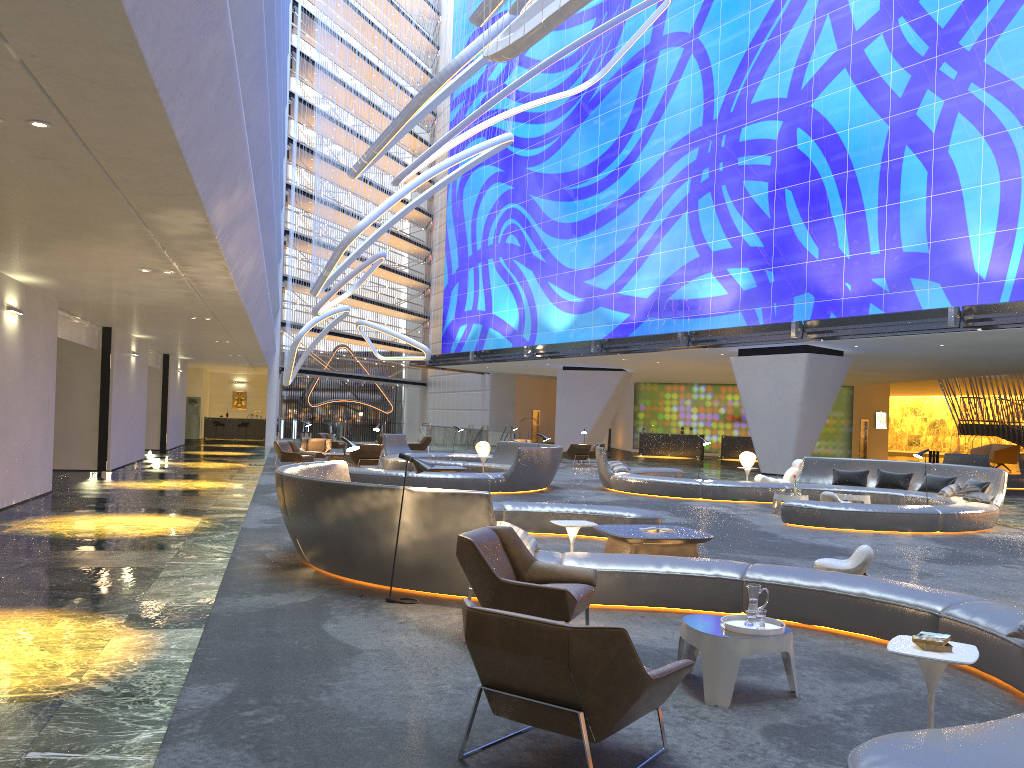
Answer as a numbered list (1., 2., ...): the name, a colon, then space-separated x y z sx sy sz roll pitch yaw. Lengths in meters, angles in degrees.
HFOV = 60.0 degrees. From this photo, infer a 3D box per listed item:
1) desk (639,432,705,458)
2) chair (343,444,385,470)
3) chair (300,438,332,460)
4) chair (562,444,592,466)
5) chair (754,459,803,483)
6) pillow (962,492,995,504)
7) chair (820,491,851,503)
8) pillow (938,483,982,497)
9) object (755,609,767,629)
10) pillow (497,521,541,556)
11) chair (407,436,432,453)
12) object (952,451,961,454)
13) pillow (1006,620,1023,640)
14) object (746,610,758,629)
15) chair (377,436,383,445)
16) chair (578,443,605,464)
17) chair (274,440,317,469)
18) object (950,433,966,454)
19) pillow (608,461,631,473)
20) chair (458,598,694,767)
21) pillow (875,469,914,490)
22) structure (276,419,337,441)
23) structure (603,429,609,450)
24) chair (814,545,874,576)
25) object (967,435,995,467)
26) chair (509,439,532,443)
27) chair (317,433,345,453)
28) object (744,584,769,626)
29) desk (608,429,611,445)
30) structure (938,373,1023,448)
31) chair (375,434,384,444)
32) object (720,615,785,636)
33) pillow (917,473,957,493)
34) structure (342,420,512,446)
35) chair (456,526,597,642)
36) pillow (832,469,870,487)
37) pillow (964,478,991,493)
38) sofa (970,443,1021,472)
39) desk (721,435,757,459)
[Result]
1. desk: 7.669 2.927 42.624 2.976 1.097 0.814 1 -1 24
2. chair: -3.959 1.995 23.816 0.930 0.766 0.938 3 -2 -31
3. chair: -5.885 2.028 26.558 0.929 0.766 0.939 2 -1 -8
4. chair: 2.268 2.483 31.209 0.930 0.766 0.938 3 -2 -31
5. chair: 6.254 2.173 20.519 1.157 0.882 0.729 2 -1 5
6. pillow: 8.176 2.003 15.528 0.444 0.207 0.443 1 -2 37
7. chair: 6.161 2.207 16.323 0.585 0.501 1.786 1 -2 40
8. pillow: 8.396 1.986 16.582 0.877 0.262 0.693 0 -3 41
9. object: 1.500 1.424 5.353 0.071 0.118 0.071 1 -1 43
10. pillow: -0.072 1.375 7.980 0.877 0.262 0.693 0 -2 38
11. chair: -3.627 2.394 34.422 0.939 0.766 0.929 2 -1 -12
12. object: 14.802 2.435 29.527 0.318 0.387 0.367 2 -1 -7
13. pillow: 3.398 1.417 5.172 0.873 0.280 0.685 1 -2 23
14. object: 1.433 1.420 5.309 0.071 0.118 0.071 2 -1 -32
15. chair: -4.440 2.300 32.634 0.929 0.766 0.939 1 -2 37
16. chair: 2.919 2.564 32.799 0.939 0.766 0.930 2 -1 -6
17. chair: -5.912 1.934 24.022 0.938 0.766 0.930 2 -1 19
18. object: 21.568 3.132 42.829 0.476 1.664 1.206 2 -1 41
19. pillow: 2.453 1.931 20.750 0.692 0.262 0.877 2 -2 -6
20. chair: 0.274 1.428 4.281 0.929 0.766 0.939 1 -2 35
21. pillow: 7.870 1.979 18.298 0.759 0.417 0.282 0 -2 44
22. structure: -13.049 6.230 54.837 3.017 8.237 19.833 2 -2 -14
23. structure: 5.001 2.556 47.974 1.023 2.051 0.772 2 -1 -36
24. chair: 3.293 1.829 8.750 0.586 0.501 0.491 2 -1 20
25. object: 22.625 3.165 42.708 1.205 1.664 0.476 2 0 -4
26. chair: 0.342 2.516 33.951 0.929 0.766 0.939 2 -1 -8
27. chair: -6.836 2.247 33.463 0.938 0.766 0.930 2 -1 10
28. object: 1.494 1.361 5.450 0.131 0.252 0.103 2 -1 -31
29. desk: 5.913 3.448 58.545 2.976 1.097 0.814 1 -1 24
30. structure: 26.367 0.992 34.019 11.985 6.246 16.493 2 -2 -14
31. chair: -4.927 2.390 35.543 0.929 0.766 0.939 2 -1 13
32. object: 1.467 1.468 5.402 0.381 0.038 0.381 3 -2 -22
33. pillow: 8.413 1.975 17.548 0.315 0.386 0.785 2 -2 -23
34. structure: -6.931 6.551 56.858 9.307 8.397 19.737 2 -2 -14
35. chair: 0.109 1.508 6.630 0.938 0.766 0.930 2 -1 19
36. pillow: 7.153 1.994 18.765 0.768 0.369 0.295 1 -1 30
37. pillow: 8.586 1.947 16.527 0.317 0.366 0.775 2 -2 2
38. sofa: 21.575 3.265 39.677 1.062 1.179 3.419 2 -2 12
39. desk: 11.525 3.045 42.182 2.976 1.097 0.814 1 -1 22
